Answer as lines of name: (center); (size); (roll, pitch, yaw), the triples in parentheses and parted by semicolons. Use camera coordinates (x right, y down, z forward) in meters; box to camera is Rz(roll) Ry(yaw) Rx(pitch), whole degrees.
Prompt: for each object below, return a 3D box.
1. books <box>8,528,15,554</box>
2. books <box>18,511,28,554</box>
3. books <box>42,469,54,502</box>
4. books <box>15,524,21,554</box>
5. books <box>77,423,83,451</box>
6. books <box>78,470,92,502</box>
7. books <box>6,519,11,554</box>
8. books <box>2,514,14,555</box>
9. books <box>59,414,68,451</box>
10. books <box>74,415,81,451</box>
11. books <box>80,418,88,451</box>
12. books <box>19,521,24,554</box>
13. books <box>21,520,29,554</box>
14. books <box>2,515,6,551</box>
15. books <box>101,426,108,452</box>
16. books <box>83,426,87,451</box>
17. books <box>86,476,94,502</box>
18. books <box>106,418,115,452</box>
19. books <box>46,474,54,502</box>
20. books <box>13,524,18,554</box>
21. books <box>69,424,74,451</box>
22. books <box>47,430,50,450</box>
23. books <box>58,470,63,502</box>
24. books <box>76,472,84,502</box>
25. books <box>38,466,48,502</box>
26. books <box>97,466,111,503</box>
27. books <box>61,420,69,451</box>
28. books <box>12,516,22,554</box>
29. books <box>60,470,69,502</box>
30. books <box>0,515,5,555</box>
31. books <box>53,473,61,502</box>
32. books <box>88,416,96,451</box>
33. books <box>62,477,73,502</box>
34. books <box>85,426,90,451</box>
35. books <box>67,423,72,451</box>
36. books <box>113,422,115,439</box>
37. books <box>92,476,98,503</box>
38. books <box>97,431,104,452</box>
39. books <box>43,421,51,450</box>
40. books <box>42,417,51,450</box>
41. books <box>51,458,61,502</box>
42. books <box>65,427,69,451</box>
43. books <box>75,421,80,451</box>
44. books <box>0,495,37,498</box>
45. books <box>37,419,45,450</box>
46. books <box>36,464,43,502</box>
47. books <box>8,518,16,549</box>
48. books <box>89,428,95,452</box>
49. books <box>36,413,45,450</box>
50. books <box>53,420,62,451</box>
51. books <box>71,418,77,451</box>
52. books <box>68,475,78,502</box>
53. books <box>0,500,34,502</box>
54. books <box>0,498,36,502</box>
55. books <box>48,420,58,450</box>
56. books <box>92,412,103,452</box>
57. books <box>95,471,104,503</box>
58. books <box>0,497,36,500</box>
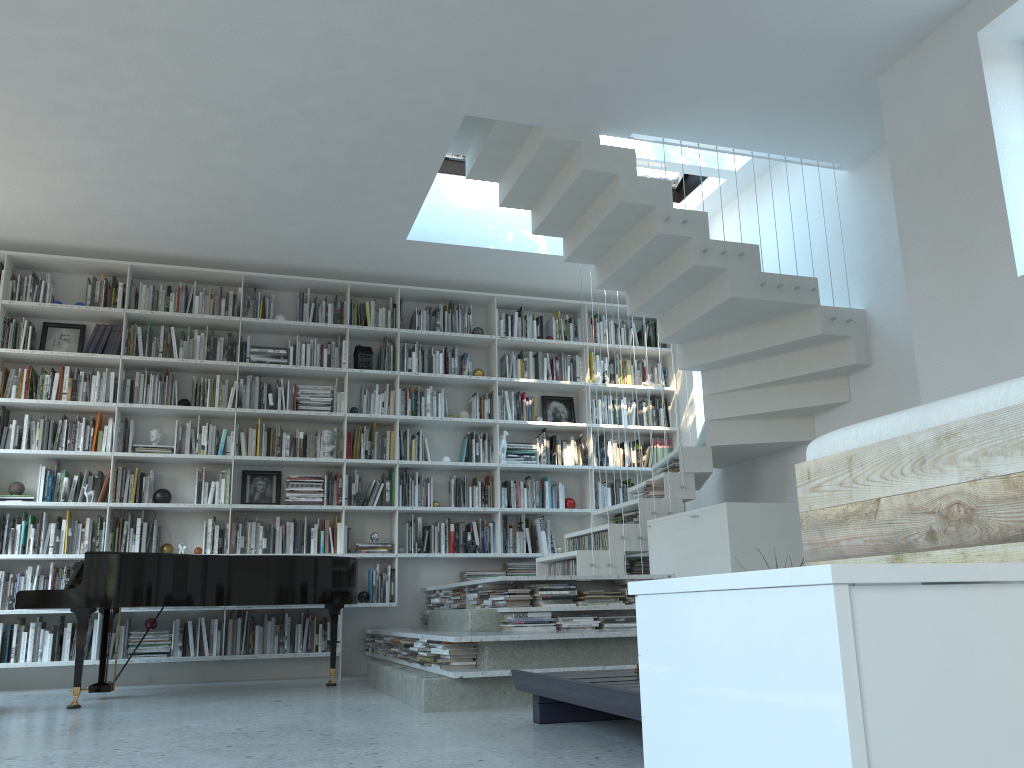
books: (-3.538, 1.128, 6.297); (0.019, 0.189, 0.193); (3, -15, -17)
books: (-3.499, 1.075, 6.349); (0.006, 0.314, 0.146); (3, -14, -17)
books: (-3.387, 0.758, 6.473); (0.031, 0.254, 0.143); (3, -15, -17)
books: (-3.506, 1.120, 6.325); (0.015, 0.216, 0.180); (3, -15, -17)
books: (-3.219, 0.423, 6.629); (0.028, 0.242, 0.132); (3, -15, -17)
books: (-3.148, 0.769, 6.537); (0.060, 0.254, 0.159); (3, -15, -17)
books: (-3.576, 1.102, 6.330); (0.022, 0.256, 0.142); (3, -15, -17)
books: (-3.592, 1.081, 6.322); (0.014, 0.293, 0.172); (3, -15, -17)
books: (-3.328, 0.383, 6.578); (0.013, 0.299, 0.152); (3, -15, -17)
books: (-3.247, 0.390, 6.623); (0.011, 0.303, 0.130); (3, -14, -17)
books: (-3.190, 0.401, 6.612); (0.015, 0.274, 0.157); (3, -15, -17)
books: (-3.488, 1.110, 6.341); (0.014, 0.242, 0.171); (3, -15, -17)
books: (-3.473, 1.106, 6.332); (0.009, 0.244, 0.185); (3, -15, -17)
books: (-3.608, 1.084, 6.323); (0.016, 0.289, 0.153); (3, -15, -17)
books: (-3.052, 0.437, 6.661); (0.031, 0.223, 0.145); (3, -15, -17)
books: (-3.181, 0.433, 6.622); (0.012, 0.217, 0.160); (3, -15, -17)
books: (-3.102, 0.793, 6.538); (0.030, 0.207, 0.172); (3, -15, -17)
books: (-3.026, 0.410, 6.681); (0.027, 0.285, 0.148); (3, -15, -17)
books: (-3.349, 0.776, 6.449); (0.029, 0.207, 0.190); (3, -15, -17)
books: (-3.523, 1.121, 6.333); (0.015, 0.217, 0.177); (3, -15, -17)
books: (-3.265, 0.423, 6.597); (0.013, 0.227, 0.152); (3, -15, -17)
books: (-3.411, 0.429, 6.560); (0.010, 0.203, 0.139); (3, -15, -17)
books: (-3.295, 0.768, 6.504); (0.022, 0.248, 0.129); (3, -15, -17)
books: (-3.187, 0.777, 6.538); (0.013, 0.241, 0.141); (3, -15, -17)
books: (-3.412, 0.746, 6.460); (0.024, 0.272, 0.150); (3, -15, -17)
books: (-2.996, 0.759, 6.553); (0.082, 0.275, 0.229); (3, -15, -17)
books: (-3.315, 0.407, 6.587); (0.021, 0.256, 0.156); (3, -15, -17)
books: (-3.533, 1.090, 6.331); (0.008, 0.279, 0.164); (3, -15, -17)
books: (-3.274, 0.763, 6.492); (0.011, 0.249, 0.172); (3, -15, -17)
books: (-3.620, 1.086, 6.321); (0.008, 0.284, 0.160); (3, -15, -17)
books: (-3.322, 0.776, 6.500); (0.030, 0.231, 0.148); (3, -15, -17)
books: (-3.152, 0.401, 6.649); (0.015, 0.292, 0.144); (3, -15, -17)
books: (-3.251, 0.790, 6.479); (0.029, 0.189, 0.189); (3, -15, -17)
books: (-3.167, 0.433, 6.631); (0.021, 0.220, 0.149); (3, -15, -17)
books: (-3.274, 0.419, 6.582); (0.013, 0.228, 0.177); (3, -15, -17)
books: (-2.995, 0.425, 6.688); (0.036, 0.257, 0.123); (3, -15, -17)
books: (-3.078, 0.796, 6.556); (0.027, 0.209, 0.144); (3, -15, -17)
books: (-3.080, 0.455, 6.647); (0.030, 0.183, 0.152); (3, -15, -17)
books: (-3.420, 0.406, 6.534); (0.024, 0.236, 0.167); (3, -15, -17)
books: (-3.441, 0.392, 6.548); (0.011, 0.270, 0.158); (3, -15, -17)
books: (-3.341, 0.723, 6.501); (0.011, 0.335, 0.154); (3, -14, -17)
books: (-3.295, 0.433, 6.588); (0.021, 0.204, 0.130); (3, -15, -17)
books: (-3.235, 0.415, 6.615); (0.011, 0.251, 0.139); (3, -15, -17)
books: (-3.579, 0.819, 6.398); (0.254, 0.012, 0.161); (3, -15, -16)
books: (-3.451, 0.399, 6.524); (0.021, 0.247, 0.189); (3, -15, -17)
books: (-3.429, 0.740, 6.457); (0.012, 0.284, 0.160); (3, -15, -17)
books: (-3.556, 1.095, 6.317); (0.007, 0.263, 0.177); (3, -15, -17)
books: (-3.133, 0.441, 6.629); (0.013, 0.203, 0.162); (3, -15, -17)
books: (-3.470, 0.377, 6.532); (0.011, 0.292, 0.184); (3, -15, -17)
books: (-3.362, 0.406, 6.580); (0.048, 0.255, 0.142); (3, -15, -17)
books: (-3.253, 0.401, 6.601); (0.012, 0.271, 0.145); (3, -15, -17)
books: (-3.220, 0.789, 6.525); (0.056, 0.213, 0.143); (3, -15, -17)
books: (-3.578, 0.854, 6.390); (0.254, 0.012, 0.161); (3, -15, -16)
books: (-3.577, 0.841, 6.388); (0.254, 0.012, 0.161); (4, -15, -20)
books: (-3.390, 0.407, 6.552); (0.023, 0.242, 0.185); (3, -15, -17)
books: (-3.112, 0.383, 6.651); (0.035, 0.325, 0.170); (3, -15, -17)
books: (-3.056, 0.778, 6.571); (0.021, 0.250, 0.154); (3, -15, -17)
books: (-3.576, 0.829, 6.389); (0.285, 0.012, 0.160); (2, -15, -13)
